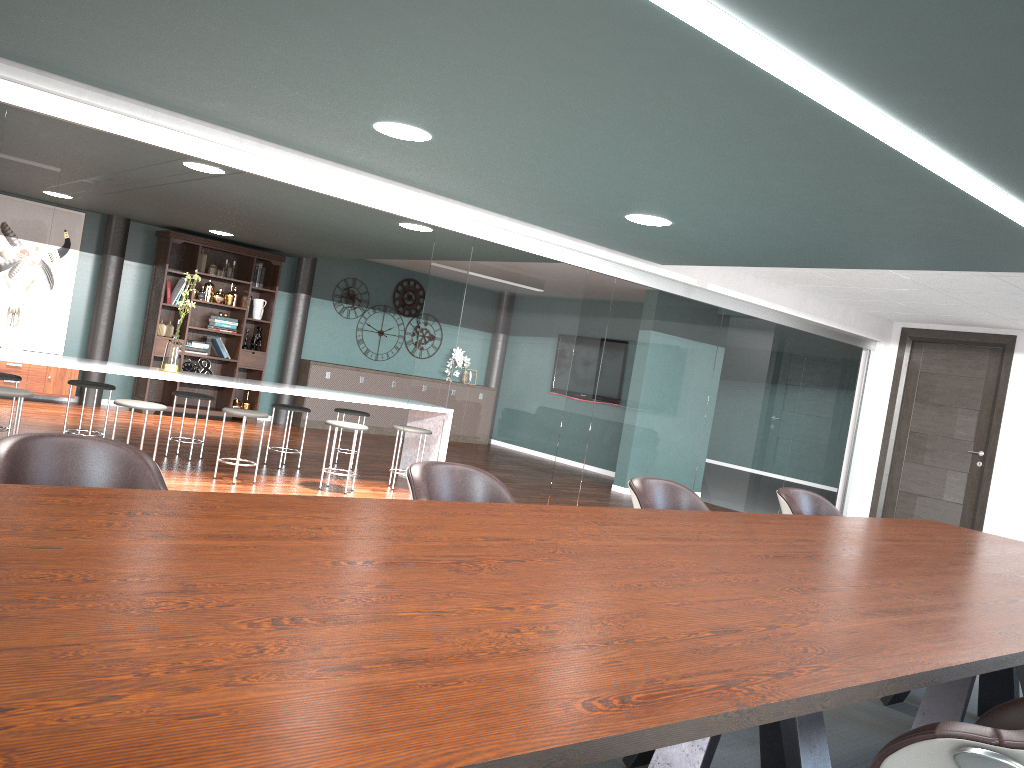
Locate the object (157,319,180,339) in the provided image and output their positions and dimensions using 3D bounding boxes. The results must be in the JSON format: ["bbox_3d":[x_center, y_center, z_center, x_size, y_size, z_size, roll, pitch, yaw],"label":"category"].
[{"bbox_3d":[-3.793,-0.628,9.743,0.250,0.221,0.186,9,1,-42],"label":"object"}]

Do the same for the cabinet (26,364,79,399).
[{"bbox_3d":[-5.058,-0.124,8.925,1.200,0.379,0.368,9,1,-40],"label":"cabinet"}]

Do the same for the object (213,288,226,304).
[{"bbox_3d":[-3.287,-0.991,9.982,0.144,0.175,0.073,9,1,-38],"label":"object"}]

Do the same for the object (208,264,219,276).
[{"bbox_3d":[-3.365,-1.283,9.986,0.096,0.126,0.106,10,1,10],"label":"object"}]

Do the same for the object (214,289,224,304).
[{"bbox_3d":[-3.335,-0.997,10.102,0.099,0.169,0.099,10,1,24],"label":"object"}]

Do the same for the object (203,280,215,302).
[{"bbox_3d":[-3.419,-1.051,9.996,0.114,0.251,0.114,9,1,-14],"label":"object"}]

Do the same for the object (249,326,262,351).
[{"bbox_3d":[-3.005,-0.540,10.398,0.116,0.286,0.215,9,1,-45],"label":"object"}]

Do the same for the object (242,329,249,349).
[{"bbox_3d":[-3.090,-0.521,10.311,0.077,0.228,0.077,10,1,33],"label":"object"}]

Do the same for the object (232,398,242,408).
[{"bbox_3d":[-3.186,0.247,10.258,0.144,0.175,0.073,9,1,-38],"label":"object"}]

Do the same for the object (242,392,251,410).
[{"bbox_3d":[-3.106,0.217,10.383,0.108,0.256,0.108,9,1,-6],"label":"object"}]

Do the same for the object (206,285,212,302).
[{"bbox_3d":[-3.380,-1.012,9.897,0.040,0.191,0.040,9,1,-31],"label":"object"}]

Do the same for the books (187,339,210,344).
[{"bbox_3d":[-3.559,-0.478,9.945,0.268,0.016,0.205,9,1,-40],"label":"books"}]

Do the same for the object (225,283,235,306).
[{"bbox_3d":[-3.208,-1.020,10.107,0.108,0.256,0.108,9,1,-6],"label":"object"}]

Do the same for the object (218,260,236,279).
[{"bbox_3d":[-3.258,-1.315,10.084,0.196,0.221,0.184,9,1,-40],"label":"object"}]

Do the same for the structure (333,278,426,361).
[{"bbox_3d":[-1.629,-0.876,11.889,1.791,1.178,0.017,9,1,-40],"label":"structure"}]

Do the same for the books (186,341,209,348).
[{"bbox_3d":[-3.555,-0.448,9.952,0.248,0.042,0.194,9,1,-40],"label":"books"}]

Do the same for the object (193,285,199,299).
[{"bbox_3d":[-3.554,-1.033,9.909,0.105,0.172,0.105,9,1,-44],"label":"object"}]

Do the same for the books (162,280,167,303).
[{"bbox_3d":[-3.832,-1.011,9.656,0.042,0.248,0.194,9,1,-40],"label":"books"}]

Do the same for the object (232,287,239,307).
[{"bbox_3d":[-3.206,-1.005,10.233,0.092,0.222,0.092,9,1,-6],"label":"object"}]

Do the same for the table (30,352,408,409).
[{"bbox_3d":[-2.478,0.261,6.334,4.577,0.699,0.609,9,1,-40],"label":"table"}]

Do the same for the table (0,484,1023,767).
[{"bbox_3d":[0.030,0.746,1.928,6.694,0.706,1.374,9,1,-40],"label":"table"}]

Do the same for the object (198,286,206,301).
[{"bbox_3d":[-3.453,-1.009,9.875,0.079,0.161,0.080,9,1,-14],"label":"object"}]

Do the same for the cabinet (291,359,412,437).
[{"bbox_3d":[-5.044,-0.269,8.887,12.287,0.820,0.402,9,1,-40],"label":"cabinet"}]

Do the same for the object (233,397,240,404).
[{"bbox_3d":[-3.234,0.240,10.378,0.099,0.169,0.099,10,1,24],"label":"object"}]

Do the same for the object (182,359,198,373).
[{"bbox_3d":[-3.611,-0.159,9.887,0.224,0.238,0.159,9,1,-40],"label":"object"}]

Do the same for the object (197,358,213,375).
[{"bbox_3d":[-3.516,-0.162,10.118,0.233,0.268,0.051,9,1,-40],"label":"object"}]

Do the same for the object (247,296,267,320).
[{"bbox_3d":[-3.020,-0.893,10.391,0.268,0.262,0.137,9,1,-1],"label":"object"}]

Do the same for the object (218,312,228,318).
[{"bbox_3d":[-3.305,-0.792,10.135,0.104,0.052,0.100,9,1,-36],"label":"object"}]

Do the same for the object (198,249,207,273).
[{"bbox_3d":[-3.474,-1.375,9.918,0.104,0.273,0.104,9,1,-4],"label":"object"}]

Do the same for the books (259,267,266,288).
[{"bbox_3d":[-2.951,-1.240,10.355,0.042,0.248,0.194,9,1,-40],"label":"books"}]

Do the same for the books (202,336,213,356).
[{"bbox_3d":[-3.483,-0.437,10.107,0.063,0.214,0.139,9,1,-40],"label":"books"}]
